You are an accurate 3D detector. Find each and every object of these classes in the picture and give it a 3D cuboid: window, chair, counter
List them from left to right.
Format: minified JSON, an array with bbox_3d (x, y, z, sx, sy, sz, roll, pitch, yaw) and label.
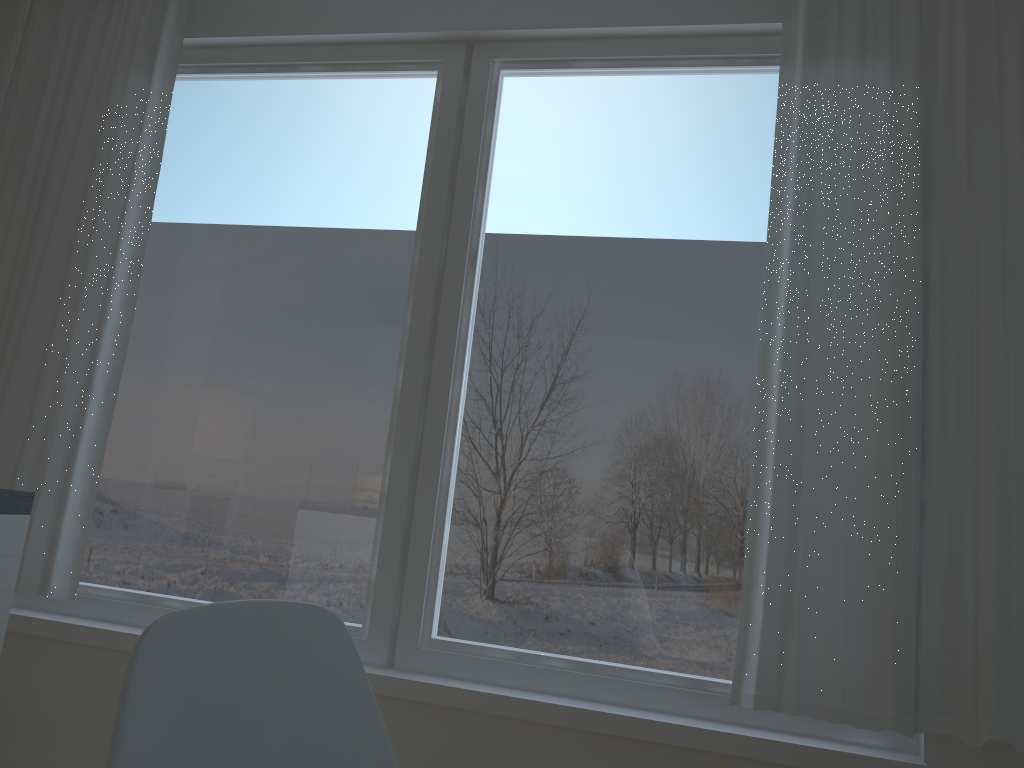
[{"bbox_3d":[-1.424,0.003,0.524,0.601,0.040,2.373,4,-8,14],"label":"counter"},{"bbox_3d":[-0.091,0.661,0.642,0.523,0.912,0.425,-1,-13,34],"label":"chair"},{"bbox_3d":[-0.227,-0.149,2.696,2.729,1.941,0.087,4,-11,14],"label":"window"}]

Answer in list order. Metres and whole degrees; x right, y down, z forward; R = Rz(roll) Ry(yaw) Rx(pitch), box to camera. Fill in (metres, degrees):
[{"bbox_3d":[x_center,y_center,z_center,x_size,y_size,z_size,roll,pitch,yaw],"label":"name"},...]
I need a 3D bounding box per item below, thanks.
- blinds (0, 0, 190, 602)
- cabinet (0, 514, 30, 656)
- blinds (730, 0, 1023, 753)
[{"bbox_3d":[-1.557,-0.459,2.879,0.795,2.185,0.148,4,-12,14],"label":"blinds"},{"bbox_3d":[-1.476,0.472,0.430,0.601,0.920,2.373,4,-9,14],"label":"cabinet"},{"bbox_3d":[1.021,-0.262,2.223,0.795,2.185,0.148,3,-12,14],"label":"blinds"}]
